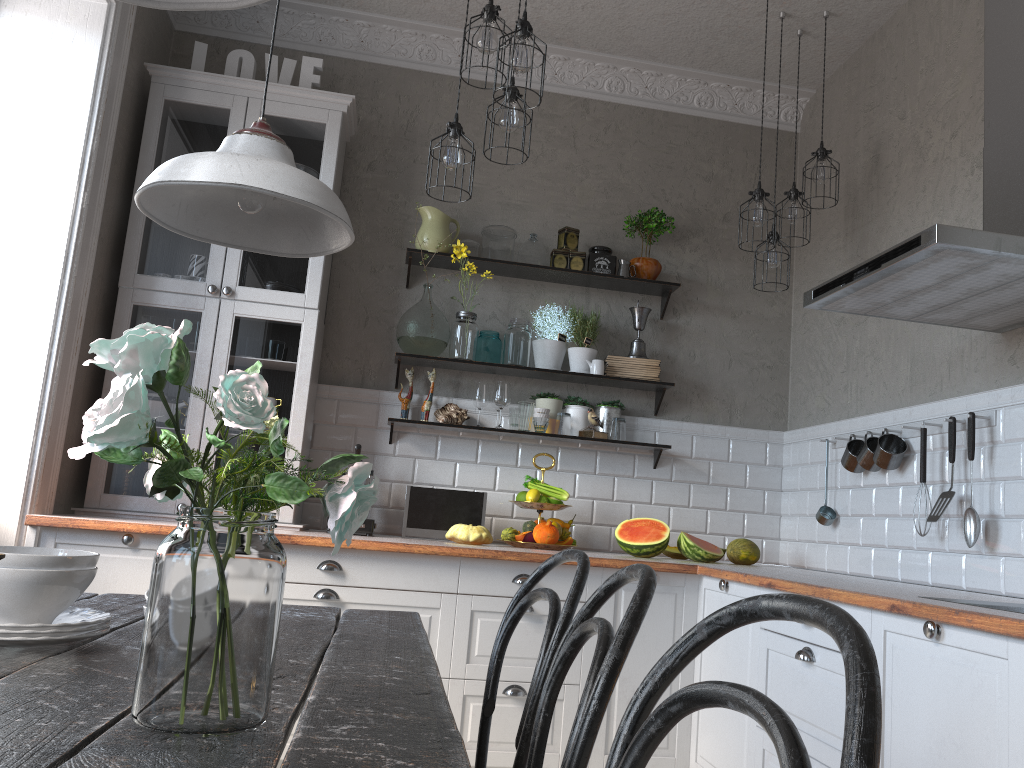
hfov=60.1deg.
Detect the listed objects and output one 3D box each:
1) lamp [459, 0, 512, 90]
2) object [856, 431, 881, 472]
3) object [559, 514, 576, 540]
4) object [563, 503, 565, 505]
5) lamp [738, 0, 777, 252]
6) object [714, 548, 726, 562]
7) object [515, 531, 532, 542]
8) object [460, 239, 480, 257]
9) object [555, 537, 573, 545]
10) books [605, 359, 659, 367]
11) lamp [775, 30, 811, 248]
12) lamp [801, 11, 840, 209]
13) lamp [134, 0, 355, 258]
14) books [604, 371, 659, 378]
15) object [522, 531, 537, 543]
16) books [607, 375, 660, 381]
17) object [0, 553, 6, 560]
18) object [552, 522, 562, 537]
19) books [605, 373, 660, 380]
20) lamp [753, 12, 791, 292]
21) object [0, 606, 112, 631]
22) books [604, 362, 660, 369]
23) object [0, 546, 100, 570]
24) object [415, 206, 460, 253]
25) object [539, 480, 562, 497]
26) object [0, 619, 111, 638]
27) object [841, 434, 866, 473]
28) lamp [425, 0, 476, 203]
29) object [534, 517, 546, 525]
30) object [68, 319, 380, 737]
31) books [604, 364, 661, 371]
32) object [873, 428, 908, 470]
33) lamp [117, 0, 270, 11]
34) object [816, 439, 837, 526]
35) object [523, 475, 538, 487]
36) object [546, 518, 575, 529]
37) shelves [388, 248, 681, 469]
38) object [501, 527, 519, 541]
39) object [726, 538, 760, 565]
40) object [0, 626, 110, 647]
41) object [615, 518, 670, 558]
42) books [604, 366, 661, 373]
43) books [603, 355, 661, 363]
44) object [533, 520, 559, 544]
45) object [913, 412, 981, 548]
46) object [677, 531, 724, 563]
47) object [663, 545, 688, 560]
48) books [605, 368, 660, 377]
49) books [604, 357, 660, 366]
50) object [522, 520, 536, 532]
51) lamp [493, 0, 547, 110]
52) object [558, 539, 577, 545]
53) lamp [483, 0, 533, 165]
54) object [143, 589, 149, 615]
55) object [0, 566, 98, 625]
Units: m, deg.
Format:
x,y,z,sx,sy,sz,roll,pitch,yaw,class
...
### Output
x,y,z,sx,sy,sz,roll,pitch,yaw,class
-0.015,-1.821,2.942,0.149,1.736,0.144,9,-10,-21,lamp
1.432,0.266,3.501,0.109,0.162,0.136,6,-9,-6,object
0.240,0.636,3.945,0.060,0.120,0.127,2,-9,16,object
0.214,0.536,3.948,0.052,0.050,0.049,5,-9,1,object
1.079,-1.416,3.773,0.144,1.736,0.149,1,-10,23,lamp
0.891,0.766,3.983,0.117,0.073,0.204,-4,-12,44,object
0.045,0.669,3.871,0.084,0.057,0.089,1,-10,23,object
-0.209,-0.625,4.230,0.104,0.111,0.102,6,-9,-9,object
0.221,0.690,3.859,0.088,0.051,0.069,-2,-11,38,object
0.580,-0.088,4.301,0.260,0.016,0.158,4,-9,3,books
1.318,-1.482,4.071,0.144,1.736,0.149,-1,-11,33,lamp
1.394,-1.628,3.933,0.150,1.736,0.143,12,-11,-36,lamp
-0.399,-1.200,1.752,0.380,1.859,0.379,5,-9,-1,lamp
0.575,-0.034,4.292,0.260,0.016,0.158,4,-9,3,books
0.057,0.682,3.887,0.071,0.076,0.225,9,-10,-25,object
0.573,-0.012,4.289,0.262,0.011,0.157,6,-9,-6,books
-0.479,0.231,0.768,0.059,0.167,0.059,4,-9,5,object
0.175,0.640,3.866,0.088,0.078,0.088,2,-9,18,object
0.574,-0.024,4.291,0.262,0.011,0.157,5,-9,-3,books
1.177,-1.263,3.906,0.150,1.736,0.143,12,-11,-36,lamp
-0.717,0.347,1.293,0.235,0.027,0.239,2,-9,14,object
0.579,-0.077,4.299,0.262,0.011,0.157,5,-9,-3,books
-0.712,0.292,1.301,0.182,0.094,0.177,8,-9,-17,object
-0.354,-0.703,4.155,0.190,0.216,0.173,4,-9,5,object
0.168,0.482,3.981,0.179,0.096,0.089,3,-9,11,object
-0.717,0.356,1.292,0.242,0.027,0.232,12,-12,-40,object
1.414,0.284,3.626,0.108,0.162,0.137,4,-9,4,object
-0.133,-1.472,3.032,0.150,1.736,0.143,13,-12,-41,lamp
0.128,0.643,3.974,0.086,0.093,0.086,7,-9,-12,object
-0.303,0.145,0.936,0.314,0.414,0.249,7,-9,-10,object
0.578,-0.067,4.298,0.262,0.011,0.157,6,-9,-6,books
1.441,0.247,3.376,0.108,0.162,0.137,4,-9,9,object
-0.274,-1.326,0.881,0.372,1.859,0.386,0,-10,29,lamp
1.374,0.428,3.863,0.077,0.379,0.082,6,-9,-8,object
0.086,0.432,3.908,0.074,0.058,0.050,10,-10,-31,object
0.213,0.628,3.949,0.128,0.056,0.059,7,-9,-17,object
0.111,-0.085,4.207,1.325,0.924,0.227,6,-9,-10,shelves
0.001,0.667,3.900,0.075,0.072,0.153,1,-10,21,object
1.034,0.750,3.962,0.129,0.119,0.208,-4,-12,44,object
-0.718,0.365,1.290,0.236,0.027,0.239,3,-9,9,object
0.560,0.661,3.811,0.234,0.174,0.219,3,-9,13,object
0.577,-0.056,4.296,0.262,0.011,0.157,5,-9,-3,books
0.582,-0.109,4.304,0.262,0.011,0.157,5,-9,-3,books
0.145,0.636,3.784,0.115,0.111,0.109,13,-12,-41,object
1.458,0.324,2.992,0.081,0.443,0.327,6,-9,-7,object
0.820,0.704,3.801,0.228,0.127,0.146,9,-10,-26,object
0.759,0.770,4.057,0.199,0.067,0.103,5,-9,-3,object
0.576,-0.045,4.294,0.261,0.016,0.157,5,-9,0,books
0.581,-0.098,4.303,0.261,0.016,0.157,5,-9,0,books
0.095,0.651,3.974,0.078,0.076,0.156,2,-9,18,object
0.090,-1.705,2.783,0.143,1.736,0.149,-2,-11,38,lamp
0.188,0.696,3.977,0.213,0.044,0.055,0,-10,29,object
0.054,-1.610,3.082,0.149,1.736,0.144,9,-10,-21,lamp
-0.506,0.348,1.375,0.124,0.119,0.128,4,-9,7,object
-0.714,0.312,1.298,0.182,0.094,0.177,8,-9,-17,object
